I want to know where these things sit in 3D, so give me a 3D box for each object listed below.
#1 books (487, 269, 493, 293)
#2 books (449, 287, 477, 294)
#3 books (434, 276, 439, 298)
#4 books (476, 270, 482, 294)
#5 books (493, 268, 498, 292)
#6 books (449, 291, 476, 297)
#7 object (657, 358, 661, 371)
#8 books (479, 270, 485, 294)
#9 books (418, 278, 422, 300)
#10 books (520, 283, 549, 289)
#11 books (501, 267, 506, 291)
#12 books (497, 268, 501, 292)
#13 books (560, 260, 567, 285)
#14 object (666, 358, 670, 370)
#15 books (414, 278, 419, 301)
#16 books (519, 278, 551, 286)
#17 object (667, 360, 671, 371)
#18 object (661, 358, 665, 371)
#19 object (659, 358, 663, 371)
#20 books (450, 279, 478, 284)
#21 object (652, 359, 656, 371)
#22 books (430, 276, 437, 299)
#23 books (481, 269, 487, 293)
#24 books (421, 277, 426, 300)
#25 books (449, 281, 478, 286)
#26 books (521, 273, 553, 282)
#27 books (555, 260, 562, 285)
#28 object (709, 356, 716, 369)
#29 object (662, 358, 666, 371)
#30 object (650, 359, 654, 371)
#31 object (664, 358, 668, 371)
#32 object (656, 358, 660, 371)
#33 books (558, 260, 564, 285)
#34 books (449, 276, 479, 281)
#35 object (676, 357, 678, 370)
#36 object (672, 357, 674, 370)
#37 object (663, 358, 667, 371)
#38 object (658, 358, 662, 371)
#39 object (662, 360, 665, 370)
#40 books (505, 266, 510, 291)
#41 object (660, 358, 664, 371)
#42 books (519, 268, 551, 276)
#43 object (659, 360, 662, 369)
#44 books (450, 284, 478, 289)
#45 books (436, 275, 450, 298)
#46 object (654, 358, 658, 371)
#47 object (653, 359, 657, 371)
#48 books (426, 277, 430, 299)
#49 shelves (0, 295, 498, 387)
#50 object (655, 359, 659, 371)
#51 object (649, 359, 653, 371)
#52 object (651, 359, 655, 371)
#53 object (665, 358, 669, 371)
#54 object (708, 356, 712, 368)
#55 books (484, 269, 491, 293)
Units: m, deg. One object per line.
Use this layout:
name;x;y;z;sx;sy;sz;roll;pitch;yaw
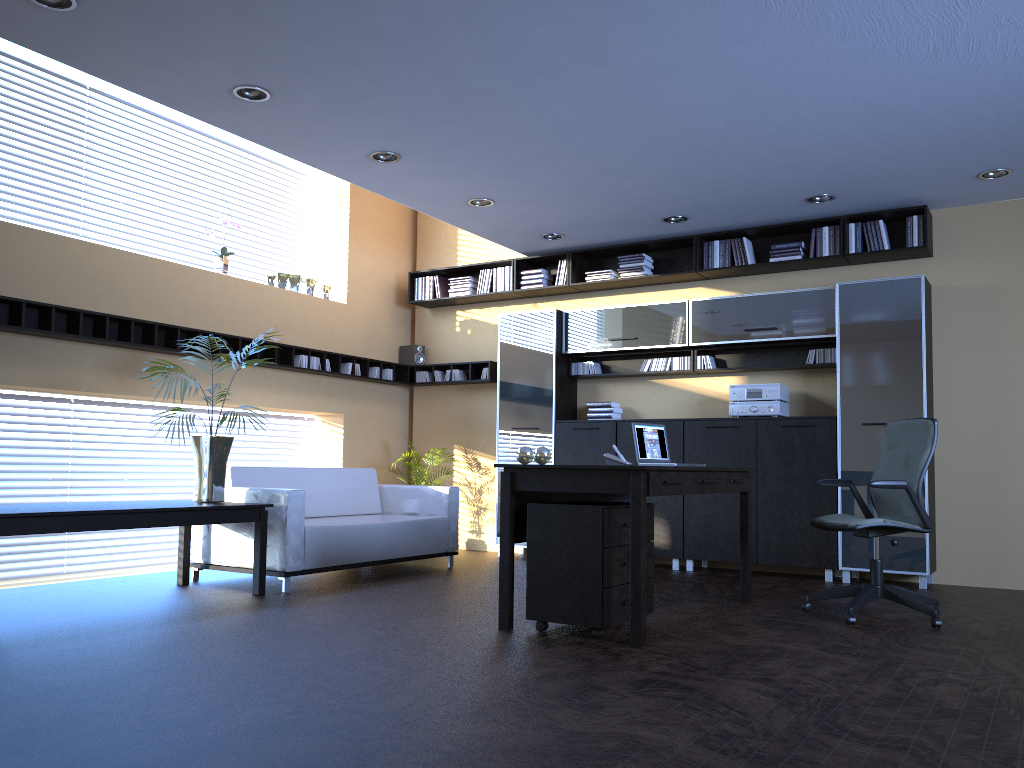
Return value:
books;-0.175;-1.047;9.221;0.075;0.259;0.208;-2;-5;31
books;-0.507;-0.980;9.410;0.258;0.050;0.208;-2;-6;31
books;-0.759;-1.022;9.570;0.075;0.259;0.208;-2;-5;31
books;-0.288;-1.043;9.280;0.075;0.259;0.208;-2;-5;31
books;-0.125;-1.050;9.180;0.050;0.258;0.208;-2;-5;32
books;-0.501;-0.930;9.397;0.258;0.050;0.208;-3;-6;32
object;1.398;-0.173;8.265;0.040;0.118;0.142;-2;-5;32
books;-0.265;-1.045;9.258;0.075;0.259;0.208;-2;-5;31
books;-0.946;-1.014;9.683;0.050;0.258;0.208;-2;-5;31
books;0.248;-0.962;8.942;0.258;0.050;0.208;-2;-6;31
books;-0.041;-1.055;9.119;0.050;0.258;0.208;-2;-5;32
books;-0.081;-1.052;9.152;0.050;0.258;0.208;-2;-5;31
books;0.553;-1.081;8.757;0.075;0.259;0.208;-2;-5;31
object;1.472;-0.176;8.212;0.036;0.115;0.140;-2;-5;31
books;-0.992;-1.013;9.708;0.050;0.258;0.208;-2;-5;31
books;0.237;-1.014;8.947;0.258;0.050;0.208;-2;-6;31
object;1.482;-0.177;8.209;0.040;0.118;0.142;-2;-5;31
object;1.429;-0.175;8.238;0.036;0.115;0.140;-2;-5;31
object;1.413;-0.174;8.251;0.036;0.115;0.140;-2;-5;31
books;-0.489;-1.077;9.414;0.258;0.028;0.208;-2;-6;31
object;1.353;-0.171;8.287;0.036;0.115;0.140;-2;-5;31
books;-0.814;-1.020;9.600;0.050;0.258;0.208;-2;-5;31
books;-0.238;-1.046;9.240;0.075;0.259;0.208;-2;-5;32
books;-0.907;-1.017;9.647;0.050;0.258;0.208;-2;-5;31
books;-0.508;-1.050;9.406;0.258;0.028;0.208;-3;-6;32
books;0.253;-1.064;8.952;0.258;0.050;0.208;-2;-6;31
books;0.504;-1.077;8.798;0.075;0.259;0.208;-2;-5;31
object;1.811;-0.189;8.012;0.040;0.118;0.142;-2;-5;31
object;1.442;-0.174;8.241;0.040;0.118;0.142;-2;-5;31
object;1.335;-0.170;8.297;0.040;0.118;0.142;-2;-5;31
object;1.458;-0.175;8.228;0.040;0.118;0.142;-2;-5;31
object;1.388;-0.173;8.268;0.040;0.118;0.142;-2;-5;32
books;0.534;-1.078;8.785;0.075;0.259;0.208;-2;-5;31
books;-0.508;-1.105;9.426;0.258;0.028;0.208;-2;-6;31
object;1.545;-0.180;8.165;0.009;0.120;0.142;-2;-5;31
object;1.512;-0.178;8.188;0.009;0.120;0.142;-2;-5;31
object;1.447;-0.175;8.229;0.040;0.118;0.142;-2;-5;31
object;1.403;-0.174;8.254;0.036;0.115;0.140;-2;-5;31
object;1.431;-0.174;8.243;0.040;0.118;0.142;-2;-5;31
books;0.004;-1.057;9.092;0.050;0.258;0.208;-2;-5;31
object;1.420;-0.174;8.243;0.040;0.118;0.142;-2;-5;31
books;0.234;-1.114;8.963;0.258;0.050;0.208;-2;-6;31
object;1.406;-0.173;8.259;0.040;0.118;0.142;-2;-5;31
books;-0.489;-1.020;9.415;0.258;0.028;0.208;-2;-6;31
books;-0.734;-1.024;9.549;0.075;0.259;0.208;-2;-5;31
object;1.369;-0.172;8.275;0.040;0.118;0.142;-2;-5;31
object;1.363;-0.171;8.284;0.036;0.115;0.140;-2;-5;32
books;-0.859;-1.019;9.627;0.050;0.258;0.208;-2;-5;32
shelves;-2.381;-0.387;6.847;1.249;0.213;6.633;-2;-6;31
object;1.380;-0.172;8.274;0.036;0.115;0.140;-2;-5;31
object;1.326;-0.170;8.303;0.040;0.118;0.142;-2;-5;31
object;1.346;-0.170;8.295;0.036;0.115;0.140;-2;-5;31
object;1.466;-0.176;8.221;0.040;0.118;0.142;-2;-5;31
object;1.810;-0.190;8.010;0.036;0.115;0.140;-2;-5;32
books;-0.210;-1.047;9.225;0.075;0.259;0.208;-2;-5;31
